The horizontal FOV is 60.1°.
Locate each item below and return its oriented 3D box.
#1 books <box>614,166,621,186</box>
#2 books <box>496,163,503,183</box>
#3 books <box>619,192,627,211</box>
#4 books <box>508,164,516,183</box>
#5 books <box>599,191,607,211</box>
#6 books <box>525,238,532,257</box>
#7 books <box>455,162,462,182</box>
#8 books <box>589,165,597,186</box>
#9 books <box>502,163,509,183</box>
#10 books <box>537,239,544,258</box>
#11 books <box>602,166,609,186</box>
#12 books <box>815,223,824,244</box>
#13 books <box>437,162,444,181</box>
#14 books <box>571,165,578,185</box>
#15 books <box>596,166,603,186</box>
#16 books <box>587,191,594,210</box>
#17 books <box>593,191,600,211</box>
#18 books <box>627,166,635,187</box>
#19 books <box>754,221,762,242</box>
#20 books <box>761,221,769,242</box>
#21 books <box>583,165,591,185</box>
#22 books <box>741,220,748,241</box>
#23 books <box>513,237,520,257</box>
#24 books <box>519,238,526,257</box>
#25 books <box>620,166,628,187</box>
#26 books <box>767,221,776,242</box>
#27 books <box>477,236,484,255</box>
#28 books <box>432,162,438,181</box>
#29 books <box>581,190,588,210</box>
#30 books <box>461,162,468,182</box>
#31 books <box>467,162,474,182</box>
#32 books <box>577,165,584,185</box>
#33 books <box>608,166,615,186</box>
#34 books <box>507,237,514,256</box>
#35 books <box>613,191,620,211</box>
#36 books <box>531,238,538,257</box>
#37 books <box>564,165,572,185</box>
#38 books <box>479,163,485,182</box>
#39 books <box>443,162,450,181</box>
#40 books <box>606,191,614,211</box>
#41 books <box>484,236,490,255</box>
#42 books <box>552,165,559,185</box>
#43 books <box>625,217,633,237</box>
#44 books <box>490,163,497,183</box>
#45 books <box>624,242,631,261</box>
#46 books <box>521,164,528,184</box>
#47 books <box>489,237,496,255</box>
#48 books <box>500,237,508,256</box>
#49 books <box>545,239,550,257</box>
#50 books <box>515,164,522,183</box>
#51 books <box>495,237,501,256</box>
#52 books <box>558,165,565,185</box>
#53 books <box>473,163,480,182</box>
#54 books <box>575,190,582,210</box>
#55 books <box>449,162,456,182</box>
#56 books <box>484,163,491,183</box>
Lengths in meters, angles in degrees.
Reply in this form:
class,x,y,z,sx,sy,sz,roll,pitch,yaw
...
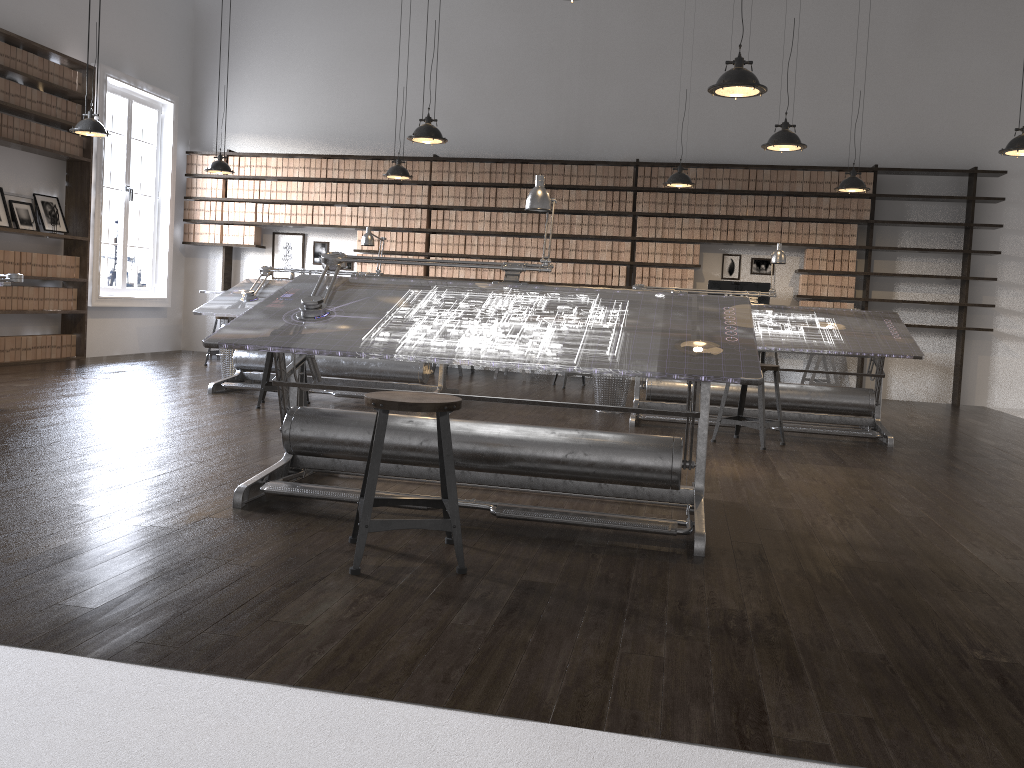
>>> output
class,x,y,z,sx,sy,sz,roll,pitch,yaw
books,1.178,-2.298,9.858,0.067,0.225,0.175,4,4,11
books,-0.127,-2.392,10.107,0.067,0.225,0.175,4,4,11
books,1.238,-2.017,9.856,0.067,0.225,0.175,4,4,11
books,0.012,-2.382,10.081,0.067,0.225,0.175,4,4,11
books,1.022,-2.032,9.892,0.067,0.225,0.175,4,4,11
books,0.198,-1.540,10.068,0.067,0.225,0.175,4,4,11
books,-0.598,-2.426,10.198,0.067,0.225,0.175,4,4,11
books,0.913,-2.317,9.904,0.067,0.225,0.175,4,4,11
books,-0.058,-2.387,10.090,0.067,0.225,0.175,4,4,11
books,0.340,-1.529,10.037,0.067,0.225,0.175,4,4,11
books,1.046,-2.308,9.882,0.067,0.225,0.175,4,4,11
books,3.280,-1.600,9.471,0.067,0.225,0.175,4,4,11
books,-0.810,-2.441,10.231,0.067,0.225,0.175,4,4,11
books,0.708,-2.332,9.945,0.067,0.225,0.175,4,4,11
books,0.984,-2.312,9.892,0.067,0.225,0.175,4,4,11
books,0.883,-2.042,9.923,0.067,0.225,0.175,4,4,11
books,0.953,-2.037,9.910,0.067,0.225,0.175,4,4,11
books,1.316,-2.288,9.828,0.067,0.225,0.175,4,4,11
books,2.659,-1.646,9.594,0.067,0.225,0.175,4,4,11
books,2.727,-1.641,9.579,0.067,0.225,0.175,4,4,11
books,0.845,-2.322,9.921,0.067,0.225,0.175,4,4,11
books,2.518,-1.655,9.613,0.067,0.225,0.175,4,4,11
books,0.062,-1.550,10.096,0.067,0.225,0.175,4,4,11
books,0.131,-1.545,10.085,0.067,0.225,0.175,4,4,11
books,1.248,-2.293,9.845,0.067,0.225,0.175,4,4,11
books,2.800,-1.635,9.564,0.067,0.225,0.175,4,4,11
books,-0.341,-1.579,10.173,0.067,0.225,0.175,4,4,11
books,-0.871,-2.446,10.247,0.067,0.225,0.175,4,4,11
books,0.816,-2.047,9.930,0.067,0.225,0.175,4,4,11
books,-0.530,-2.421,10.183,0.067,0.225,0.175,4,4,11
books,-0.461,-2.416,10.166,0.067,0.225,0.175,4,4,11
books,0.777,-2.327,9.936,0.067,0.225,0.175,4,4,11
books,1.111,-2.302,9.865,0.067,0.225,0.175,4,4,11
books,-0.008,-1.554,10.105,0.067,0.225,0.175,4,4,11
books,1.165,-2.022,9.864,0.067,0.225,0.175,4,4,11
books,0.269,-1.534,10.051,0.067,0.225,0.175,4,4,11
books,0.636,-2.337,9.955,0.067,0.225,0.175,4,4,11
books,-0.328,-2.407,10.144,0.067,0.225,0.175,4,4,11
books,-0.739,-2.436,10.217,0.067,0.225,0.175,4,4,11
books,1.092,-2.027,9.884,0.067,0.225,0.175,4,4,11
books,-0.271,-1.574,10.160,0.067,0.225,0.175,4,4,11
books,0.504,-2.347,9.985,0.067,0.225,0.175,4,4,11
books,1.304,-1.737,9.850,0.067,0.225,0.175,4,4,11
books,-0.196,-2.397,10.120,0.067,0.225,0.175,4,4,11
books,1.290,-1.461,9.856,0.067,0.225,0.175,4,4,11
books,0.159,-2.372,10.053,0.067,0.225,0.175,4,4,11
books,-0.206,-1.569,10.142,0.067,0.225,0.175,4,4,11
books,-0.079,-1.560,10.120,0.067,0.225,0.175,4,4,11
books,0.402,-1.525,10.030,0.067,0.225,0.175,4,4,11
books,0.085,-2.377,10.061,0.067,0.225,0.175,4,4,11
books,-0.140,-1.564,10.134,0.067,0.225,0.175,4,4,11
books,0.565,-2.342,9.969,0.067,0.225,0.175,4,4,11
books,-0.390,-2.411,10.154,0.067,0.225,0.175,4,4,11
books,0.752,-2.052,9.947,0.067,0.225,0.175,4,4,11
books,-0.667,-2.431,10.207,0.067,0.225,0.175,4,4,11
books,-0.264,-2.402,10.127,0.067,0.225,0.175,4,4,11
